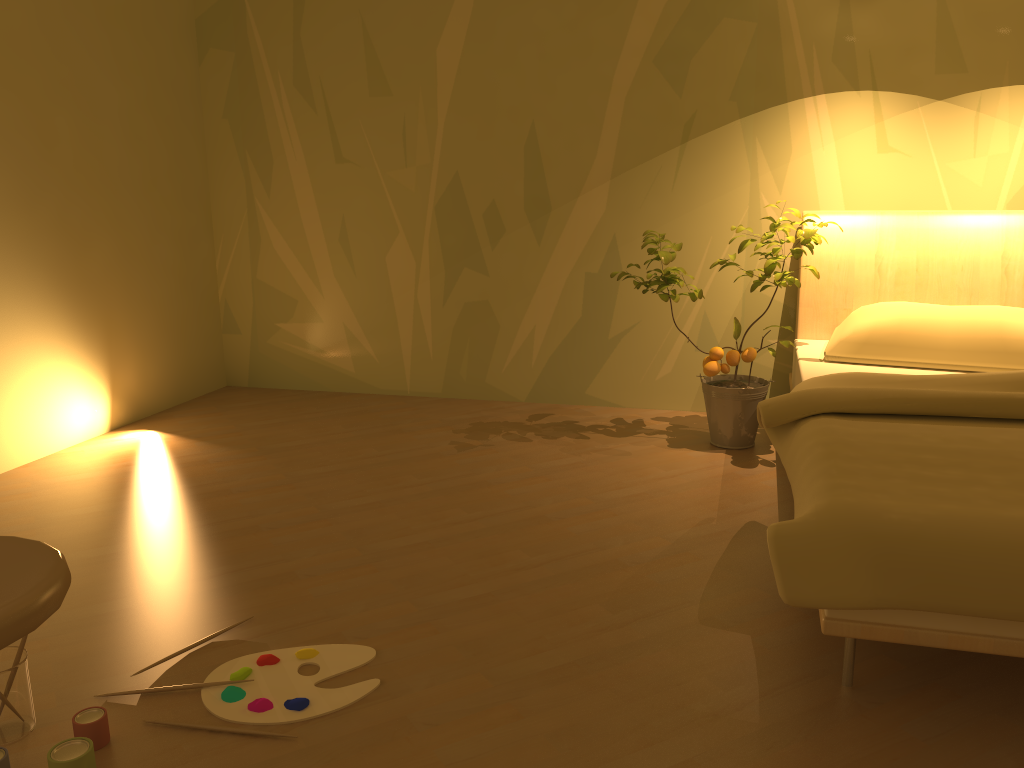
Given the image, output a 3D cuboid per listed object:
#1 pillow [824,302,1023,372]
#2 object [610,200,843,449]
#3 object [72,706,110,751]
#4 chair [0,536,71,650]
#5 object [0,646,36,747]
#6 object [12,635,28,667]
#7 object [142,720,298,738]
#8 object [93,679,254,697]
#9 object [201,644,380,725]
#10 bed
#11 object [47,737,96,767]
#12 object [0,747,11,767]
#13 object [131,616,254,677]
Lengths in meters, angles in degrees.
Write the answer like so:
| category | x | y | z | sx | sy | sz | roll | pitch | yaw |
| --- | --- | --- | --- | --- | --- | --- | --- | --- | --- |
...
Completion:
| category | x | y | z | sx | sy | sz | roll | pitch | yaw |
| --- | --- | --- | --- | --- | --- | --- | --- | --- | --- |
| pillow | 1.564 | -0.167 | 3.184 | 0.801 | 0.213 | 0.482 | 5 | 14 | 25 |
| object | 0.788 | -0.223 | 3.421 | 0.828 | 0.944 | 0.372 | 1 | 13 | 9 |
| object | -0.794 | 0.652 | 1.674 | 0.060 | 0.060 | 0.060 | -1 | 13 | -3 |
| chair | -0.736 | 0.517 | 1.166 | 0.348 | 0.551 | 0.364 | 6 | 14 | 26 |
| object | -0.976 | 0.599 | 1.696 | 0.106 | 0.157 | 0.106 | -4 | 13 | -12 |
| object | -0.940 | 0.539 | 1.675 | 0.172 | 0.278 | 0.010 | 6 | 15 | 27 |
| object | -0.567 | 0.666 | 1.713 | 0.325 | 0.010 | 0.010 | 2 | 13 | 10 |
| object | -0.703 | 0.634 | 1.848 | 0.325 | 0.015 | 0.010 | -2 | 13 | -6 |
| object | -0.466 | 0.626 | 1.872 | 0.366 | 0.014 | 0.288 | -4 | 13 | -12 |
| bed | 1.370 | -0.001 | 2.537 | 1.286 | 0.894 | 2.378 | 3 | 13 | 15 |
| object | -0.769 | 0.672 | 1.553 | 0.073 | 0.073 | 0.073 | 4 | 14 | 19 |
| object | -0.914 | 0.681 | 1.556 | 0.060 | 0.060 | 0.060 | -1 | 13 | 0 |
| object | -0.723 | 0.596 | 2.027 | 0.010 | 0.010 | 0.325 | 8 | 16 | 35 |
